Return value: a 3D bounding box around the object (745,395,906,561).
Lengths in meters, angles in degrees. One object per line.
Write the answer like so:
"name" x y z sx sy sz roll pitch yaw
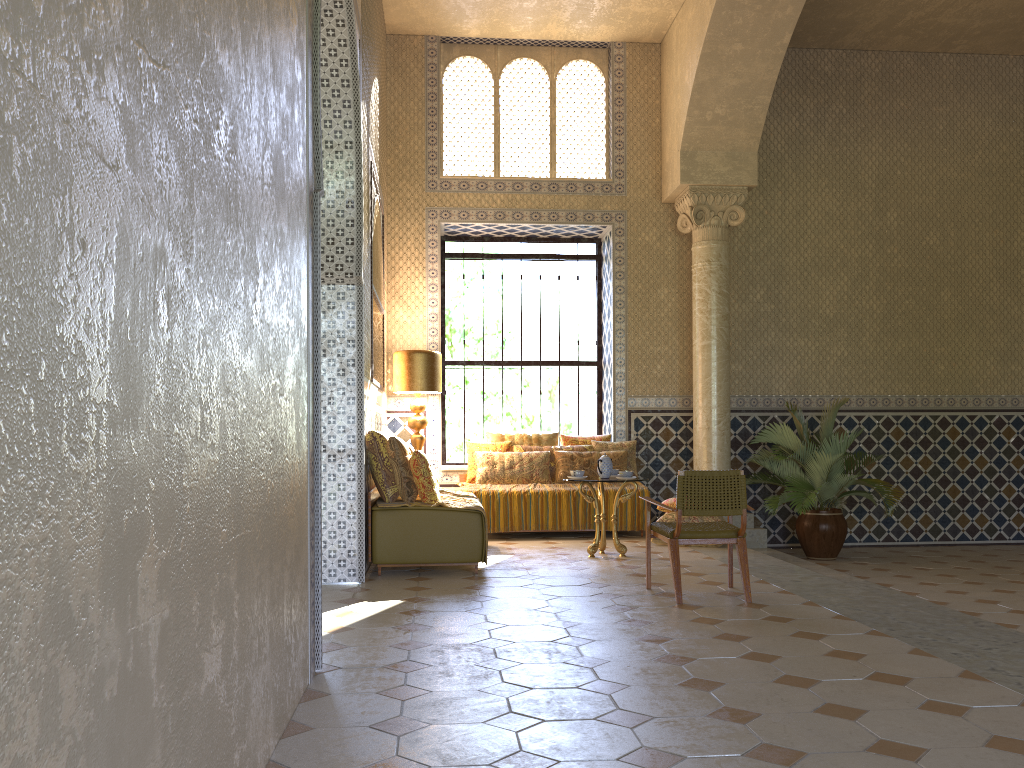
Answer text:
"object" 4.815 1.420 13.490 2.642 2.501 2.166 0 -2 -18

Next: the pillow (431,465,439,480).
"pillow" -1.107 1.273 11.782 0.271 0.450 0.984 0 -3 -5

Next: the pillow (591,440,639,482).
"pillow" 1.642 1.239 14.076 0.741 0.693 0.341 0 -1 -4

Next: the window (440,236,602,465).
"window" -2.617 -0.568 14.808 8.483 3.989 0.574 0 0 -9

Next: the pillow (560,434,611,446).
"pillow" 1.209 1.208 14.317 0.855 0.800 0.393 0 -1 -4

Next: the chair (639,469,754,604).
"chair" 1.783 1.408 8.460 0.950 1.209 0.907 0 -1 -5

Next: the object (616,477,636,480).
"object" 1.416 1.168 10.979 0.256 0.032 0.256 0 -3 -9

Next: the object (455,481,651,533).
"object" 0.576 1.866 13.653 2.885 0.717 1.316 0 -3 -5

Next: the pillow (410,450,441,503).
"pillow" -0.983 1.074 10.050 0.345 0.651 0.685 0 -2 -5

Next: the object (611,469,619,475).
"object" 1.314 1.168 11.607 0.183 0.100 0.183 0 -3 -16

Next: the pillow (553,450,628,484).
"pillow" 1.243 1.311 13.802 1.191 0.546 0.329 0 -1 -5

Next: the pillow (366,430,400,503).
"pillow" -1.476 0.959 10.377 0.422 0.831 1.194 0 -2 -5

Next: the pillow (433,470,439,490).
"pillow" -1.027 1.218 10.849 0.271 0.450 0.984 0 -3 -5

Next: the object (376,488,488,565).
"object" -0.973 1.719 11.025 1.314 0.717 2.890 0 -3 -5

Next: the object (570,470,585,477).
"object" 0.828 1.147 11.213 0.183 0.100 0.183 1 -3 -24

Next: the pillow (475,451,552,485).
"pillow" 0.022 1.310 13.698 1.191 0.546 0.329 0 -1 -5

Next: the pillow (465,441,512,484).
"pillow" -0.359 1.238 13.906 0.741 0.693 0.341 0 -1 -4

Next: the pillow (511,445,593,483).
"pillow" 0.649 1.268 13.971 1.341 0.615 0.370 0 -1 -5

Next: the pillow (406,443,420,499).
"pillow" -1.242 1.066 10.918 0.340 0.693 0.742 0 -2 -4

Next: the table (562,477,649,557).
"table" 1.186 1.690 11.240 1.101 0.980 1.101 -1 -2 25

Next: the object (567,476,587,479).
"object" 0.828 1.185 11.213 0.256 0.032 0.256 1 -4 -26

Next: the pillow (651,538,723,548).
"pillow" 2.559 2.144 12.558 0.991 0.368 1.044 -1 -3 20

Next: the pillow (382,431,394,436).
"pillow" -1.577 1.030 11.569 0.422 0.831 1.194 0 -2 -5

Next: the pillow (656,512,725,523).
"pillow" 2.540 1.942 12.548 0.932 0.347 0.881 -1 -3 15

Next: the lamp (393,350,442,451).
"lamp" -1.430 0.916 13.450 0.737 2.813 0.737 0 0 -36

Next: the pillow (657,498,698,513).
"pillow" 2.556 1.733 12.541 0.804 0.310 0.748 -2 -3 29

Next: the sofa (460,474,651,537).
"sofa" 0.611 1.879 13.719 2.849 0.937 1.275 0 -2 -5

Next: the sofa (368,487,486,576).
"sofa" -1.035 1.728 11.032 1.273 0.936 2.854 0 -3 -5

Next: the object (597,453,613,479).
"object" 1.183 1.042 11.282 0.273 0.323 0.199 0 -1 -15

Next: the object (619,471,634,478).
"object" 1.416 1.131 10.979 0.183 0.100 0.184 0 -3 -9

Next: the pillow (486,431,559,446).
"pillow" 0.182 1.175 14.171 1.192 0.832 0.422 0 -1 -5

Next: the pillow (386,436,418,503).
"pillow" -1.257 0.987 10.170 0.383 0.780 0.835 0 -2 -4

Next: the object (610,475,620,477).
"object" 1.314 1.206 11.608 0.256 0.032 0.256 1 -4 -26
